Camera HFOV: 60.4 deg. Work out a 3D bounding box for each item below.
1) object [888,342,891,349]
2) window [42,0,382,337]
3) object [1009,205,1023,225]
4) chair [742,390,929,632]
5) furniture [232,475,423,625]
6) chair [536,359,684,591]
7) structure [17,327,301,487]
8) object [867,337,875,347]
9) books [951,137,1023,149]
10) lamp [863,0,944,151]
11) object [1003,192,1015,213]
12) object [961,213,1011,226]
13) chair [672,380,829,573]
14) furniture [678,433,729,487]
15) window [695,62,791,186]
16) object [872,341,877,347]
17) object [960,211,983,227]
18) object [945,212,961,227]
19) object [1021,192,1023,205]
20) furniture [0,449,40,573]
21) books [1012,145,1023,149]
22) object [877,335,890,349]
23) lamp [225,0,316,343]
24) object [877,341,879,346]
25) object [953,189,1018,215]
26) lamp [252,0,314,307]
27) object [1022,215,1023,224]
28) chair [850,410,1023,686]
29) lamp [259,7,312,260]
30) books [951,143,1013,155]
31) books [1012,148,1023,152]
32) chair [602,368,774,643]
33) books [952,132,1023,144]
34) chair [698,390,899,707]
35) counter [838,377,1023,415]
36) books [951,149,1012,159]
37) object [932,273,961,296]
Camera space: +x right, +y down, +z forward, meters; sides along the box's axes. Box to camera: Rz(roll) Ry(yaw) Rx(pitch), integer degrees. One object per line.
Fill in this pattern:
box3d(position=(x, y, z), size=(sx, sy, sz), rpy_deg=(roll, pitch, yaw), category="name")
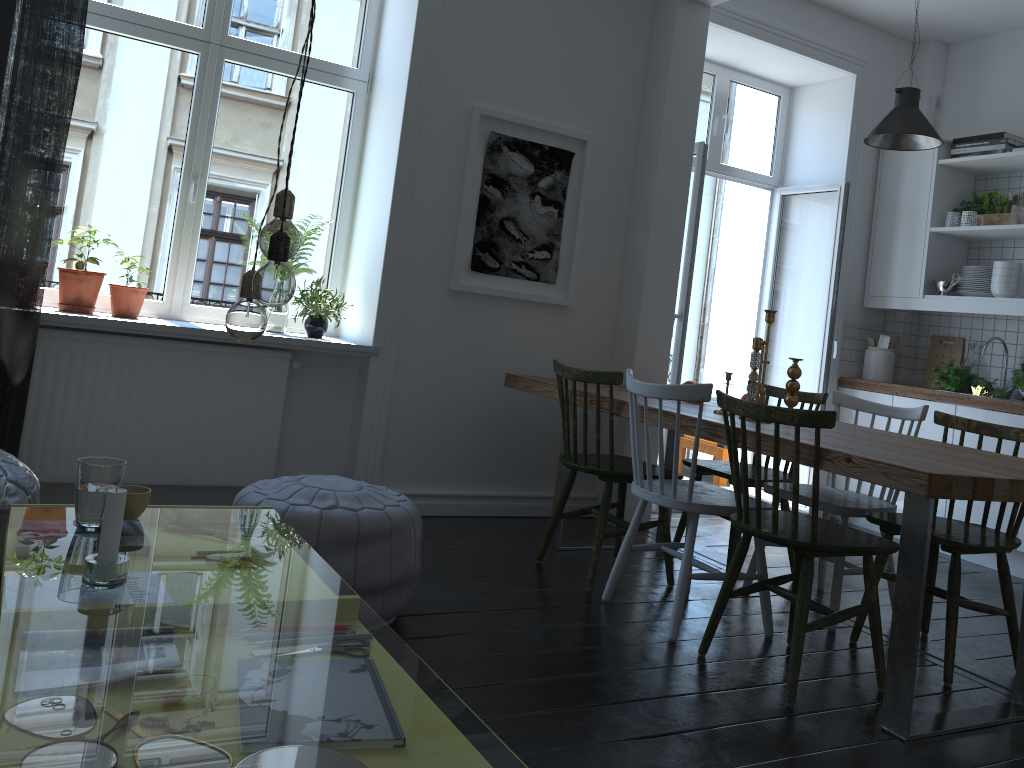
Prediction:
box3d(position=(2.335, -0.139, 5.481), size=(0.051, 0.248, 0.113), rpy_deg=(6, -2, 26), category="object")
box3d(position=(-1.428, -1.281, 4.098), size=(1.558, 1.996, 0.107), rpy_deg=(7, -2, -29), category="window")
box3d(position=(2.782, -0.922, 4.843), size=(0.086, 0.120, 0.086), rpy_deg=(7, 0, -6), category="object")
box3d(position=(1.308, 0.461, 3.497), size=(0.506, 0.846, 0.468), rpy_deg=(8, -1, -29), category="chair")
box3d(position=(-0.589, 0.515, 2.771), size=(0.610, 0.421, 0.614), rpy_deg=(6, 2, -35), category="furniture")
box3d(position=(0.396, 0.350, 3.546), size=(0.482, 0.831, 0.469), rpy_deg=(8, -1, -30), category="chair")
box3d(position=(-1.432, 0.132, 3.648), size=(1.057, 0.631, 0.073), rpy_deg=(6, -2, -29), category="structure")
box3d(position=(2.244, -0.159, 5.504), size=(0.054, 0.264, 0.148), rpy_deg=(5, -2, 36), category="object")
box3d(position=(2.831, -1.383, 5.176), size=(0.285, 0.031, 0.353), rpy_deg=(5, 5, -29), category="books")
box3d(position=(1.490, -1.103, 5.610), size=(0.489, 2.519, 2.717), rpy_deg=(9, 0, -29), category="lamp")
box3d(position=(2.865, -0.992, 5.073), size=(0.060, 0.226, 0.059), rpy_deg=(5, -3, 44), category="object")
box3d(position=(2.817, -0.933, 5.167), size=(0.152, 0.103, 0.396), rpy_deg=(6, 4, -29), category="object")
box3d(position=(1.044, 0.407, 3.901), size=(0.482, 0.831, 0.469), rpy_deg=(8, -1, -30), category="chair")
box3d(position=(1.410, 0.490, 6.605), size=(0.397, 0.375, 0.927), rpy_deg=(7, 3, -29), category="furniture")
box3d(position=(1.321, -1.686, 5.598), size=(1.172, 0.660, 0.106), rpy_deg=(6, -2, -29), category="window")
box3d(position=(2.267, -0.151, 5.509), size=(0.061, 0.252, 0.117), rpy_deg=(7, -2, 1), category="object")
box3d(position=(2.659, -0.946, 5.099), size=(0.082, 0.100, 0.109), rpy_deg=(7, 1, -40), category="object")
box3d(position=(2.614, -0.960, 5.215), size=(0.083, 0.100, 0.108), rpy_deg=(7, 1, 30), category="object")
box3d(position=(2.927, -0.987, 5.050), size=(0.055, 0.235, 0.056), rpy_deg=(8, -3, -26), category="object")
box3d(position=(-1.788, 0.365, 2.628), size=(0.675, 0.383, 0.683), rpy_deg=(6, 3, -29), category="furniture")
box3d(position=(3.004, -1.294, 4.852), size=(0.273, 0.016, 0.343), rpy_deg=(5, 4, -28), category="books")
box3d(position=(2.298, -0.166, 5.491), size=(0.065, 0.291, 0.139), rpy_deg=(6, -2, 35), category="object")
box3d(position=(-0.394, -0.821, 1.660), size=(0.089, 1.504, 0.074), rpy_deg=(7, -3, -5), category="lamp")
box3d(position=(2.316, -0.144, 5.509), size=(0.033, 0.251, 0.119), rpy_deg=(9, -2, -29), category="object")
box3d(position=(2.792, -1.028, 5.237), size=(0.162, 0.255, 0.350), rpy_deg=(8, 1, -39), category="object")
box3d(position=(-0.325, -0.880, 1.582), size=(0.075, 1.504, 0.085), rpy_deg=(6, -3, 22), category="lamp")
box3d(position=(2.810, -0.913, 4.760), size=(0.086, 0.120, 0.086), rpy_deg=(7, 0, -6), category="object")
box3d(position=(1.528, 0.528, 3.058), size=(0.482, 0.831, 0.469), rpy_deg=(8, -1, -30), category="chair")
box3d(position=(-0.336, -0.969, 1.648), size=(0.074, 1.504, 0.073), rpy_deg=(6, -3, 18), category="lamp")
box3d(position=(2.811, -1.355, 5.179), size=(0.258, 0.031, 0.331), rpy_deg=(5, 5, -31), category="books")
box3d(position=(2.993, -1.267, 4.846), size=(0.259, 0.038, 0.352), rpy_deg=(5, 4, -30), category="books")
box3d(position=(0.619, 0.401, 3.108), size=(0.506, 0.846, 0.468), rpy_deg=(8, -1, -29), category="chair")
box3d(position=(2.826, -1.420, 5.187), size=(0.257, 0.038, 0.327), rpy_deg=(5, 4, -27), category="books")
box3d(position=(0.881, 0.471, 2.703), size=(0.482, 0.831, 0.469), rpy_deg=(8, -1, -30), category="chair")
box3d(position=(2.859, 0.186, 4.180), size=(0.841, 0.074, 3.121), rpy_deg=(5, 5, -29), category="counter")
box3d(position=(2.820, -1.316, 5.172), size=(0.258, 0.044, 0.353), rpy_deg=(5, 4, -27), category="books")
box3d(position=(2.535, -0.577, 5.139), size=(0.101, 0.135, 0.211), rpy_deg=(7, 2, -17), category="object")
